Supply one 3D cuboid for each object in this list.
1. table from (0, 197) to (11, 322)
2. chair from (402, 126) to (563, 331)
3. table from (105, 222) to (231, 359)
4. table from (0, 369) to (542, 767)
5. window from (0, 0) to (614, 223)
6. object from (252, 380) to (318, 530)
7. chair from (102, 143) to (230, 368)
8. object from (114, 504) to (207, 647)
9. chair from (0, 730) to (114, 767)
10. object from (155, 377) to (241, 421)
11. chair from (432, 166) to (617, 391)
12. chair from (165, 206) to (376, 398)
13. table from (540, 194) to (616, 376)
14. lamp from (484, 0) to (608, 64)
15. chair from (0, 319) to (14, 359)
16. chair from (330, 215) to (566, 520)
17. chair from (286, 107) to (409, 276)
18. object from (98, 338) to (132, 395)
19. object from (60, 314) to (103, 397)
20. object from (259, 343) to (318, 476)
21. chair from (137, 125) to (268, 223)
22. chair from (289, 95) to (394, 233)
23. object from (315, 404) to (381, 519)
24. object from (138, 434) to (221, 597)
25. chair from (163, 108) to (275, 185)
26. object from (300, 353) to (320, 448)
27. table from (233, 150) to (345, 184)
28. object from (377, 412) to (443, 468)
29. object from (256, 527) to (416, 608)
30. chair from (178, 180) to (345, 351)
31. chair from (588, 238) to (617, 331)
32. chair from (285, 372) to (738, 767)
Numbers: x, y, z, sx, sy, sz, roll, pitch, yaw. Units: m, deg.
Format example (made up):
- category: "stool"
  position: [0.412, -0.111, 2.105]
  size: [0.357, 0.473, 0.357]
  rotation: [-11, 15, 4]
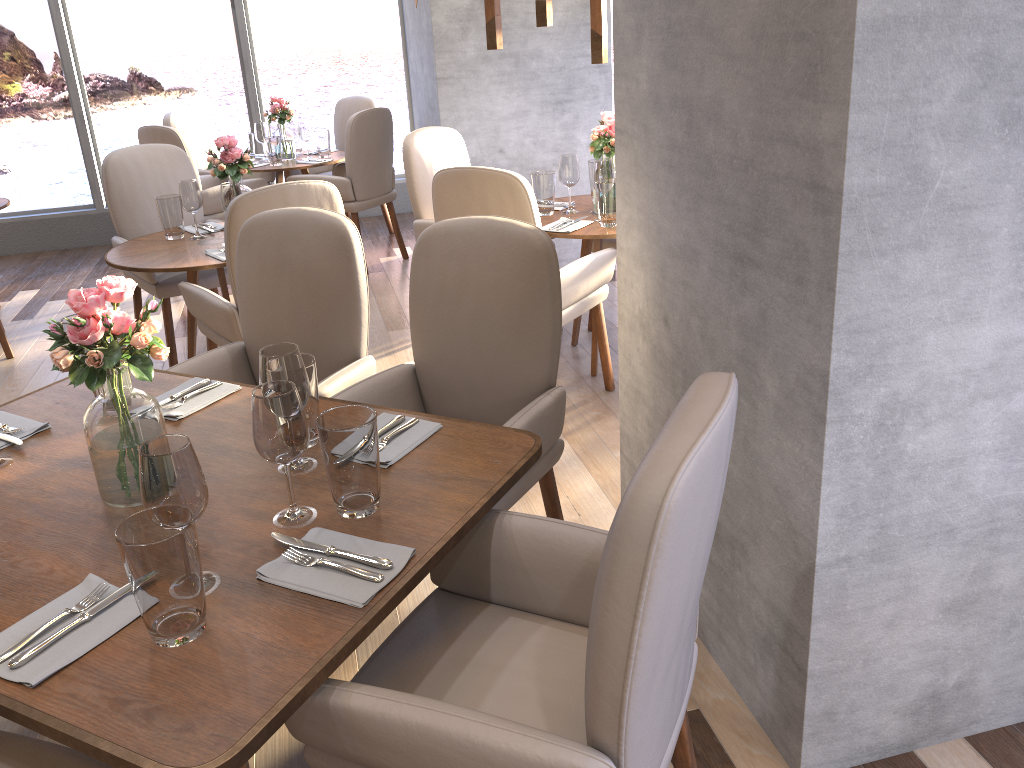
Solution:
- category: "table"
  position: [-3.168, -0.627, 4.919]
  size: [0.836, 0.655, 0.840]
  rotation: [12, 27, 34]
- category: "chair"
  position: [-0.149, -0.697, 4.194]
  size: [0.601, 0.989, 0.532]
  rotation: [12, 26, 34]
- category: "table"
  position: [-1.222, -0.286, 3.795]
  size: [0.838, 0.655, 0.839]
  rotation: [-20, 27, -35]
- category: "table"
  position: [-0.696, 0.504, 1.794]
  size: [1.309, 0.658, 0.974]
  rotation: [8, 25, 26]
- category: "window"
  position: [-1.621, -1.926, 3.896]
  size: [16.157, 3.165, 8.131]
  rotation: [10, 26, 30]
- category: "object"
  position: [-0.384, 0.120, 1.497]
  size: [0.092, 0.242, 0.093]
  rotation: [-1, 21, 7]
- category: "chair"
  position: [-1.561, -0.598, 4.170]
  size: [0.531, 0.989, 0.603]
  rotation: [-19, 26, -34]
- category: "object"
  position: [-0.479, 0.271, 1.232]
  size: [0.102, 0.176, 0.103]
  rotation: [-17, 25, -30]
- category: "chair"
  position: [-0.756, 0.627, 1.077]
  size: [0.529, 0.989, 0.606]
  rotation: [5, 23, 22]
- category: "object"
  position: [-0.771, 0.036, 2.053]
  size: [0.158, 0.019, 0.257]
  rotation: [9, 25, 27]
- category: "chair"
  position: [0.050, -0.369, 3.368]
  size: [0.529, 0.989, 0.605]
  rotation: [10, 25, 31]
- category: "chair"
  position: [-0.670, 0.074, 2.404]
  size: [0.529, 0.989, 0.605]
  rotation: [6, 23, 24]
- category: "table"
  position: [0.413, -0.425, 3.884]
  size: [0.834, 0.655, 0.843]
  rotation: [-1, 22, 7]
- category: "lamp"
  position: [0.294, -2.174, 3.208]
  size: [1.164, 1.910, 0.119]
  rotation: [9, 25, 30]
- category: "chair"
  position: [-2.873, -0.610, 4.397]
  size: [0.530, 0.989, 0.604]
  rotation: [-16, 25, -29]
- category: "chair"
  position: [-0.168, 0.146, 2.152]
  size: [0.529, 0.989, 0.605]
  rotation: [8, 24, 28]
- category: "chair"
  position: [-1.051, -1.253, 5.679]
  size: [0.601, 0.989, 0.533]
  rotation: [9, 25, 29]
- category: "object"
  position: [-0.939, -0.041, 2.057]
  size: [0.102, 0.176, 0.103]
  rotation: [11, 26, 33]
- category: "object"
  position: [-0.925, -0.030, 1.944]
  size: [0.092, 0.242, 0.093]
  rotation: [-8, 22, -12]
- category: "object"
  position: [-0.423, 0.048, 1.677]
  size: [0.092, 0.242, 0.093]
  rotation: [-18, 25, -33]
- category: "chair"
  position: [-1.900, -1.141, 5.538]
  size: [0.529, 0.989, 0.605]
  rotation: [10, 25, 31]
- category: "chair"
  position: [-1.244, -1.546, 6.419]
  size: [0.529, 0.989, 0.605]
  rotation: [11, 25, 32]
- category: "object"
  position: [-0.275, 0.136, 1.526]
  size: [0.102, 0.176, 0.103]
  rotation: [5, 23, 22]
- category: "object"
  position: [-0.495, 0.199, 1.322]
  size: [0.092, 0.242, 0.093]
  rotation: [-10, 22, -16]
- category: "chair"
  position: [-2.045, -1.430, 6.259]
  size: [0.601, 0.989, 0.533]
  rotation: [9, 24, 28]
- category: "object"
  position: [-0.437, 0.038, 1.790]
  size: [0.102, 0.176, 0.103]
  rotation: [11, 26, 33]
- category: "table"
  position: [-1.477, -1.197, 6.042]
  size: [0.836, 0.655, 0.840]
  rotation: [-14, 24, -24]
- category: "object"
  position: [-0.269, 0.115, 1.785]
  size: [0.158, 0.019, 0.257]
  rotation: [9, 25, 27]
- category: "object"
  position: [-0.295, 0.275, 1.401]
  size: [0.255, 0.019, 0.159]
  rotation: [8, 25, 25]
- category: "chair"
  position: [-0.877, -0.274, 3.279]
  size: [0.530, 0.989, 0.603]
  rotation: [-18, 26, -33]
- category: "chair"
  position: [0.680, -0.795, 4.305]
  size: [0.529, 0.989, 0.605]
  rotation: [8, 24, 28]
- category: "chair"
  position: [0.023, 0.451, 1.383]
  size: [0.600, 0.989, 0.533]
  rotation: [6, 23, 23]
